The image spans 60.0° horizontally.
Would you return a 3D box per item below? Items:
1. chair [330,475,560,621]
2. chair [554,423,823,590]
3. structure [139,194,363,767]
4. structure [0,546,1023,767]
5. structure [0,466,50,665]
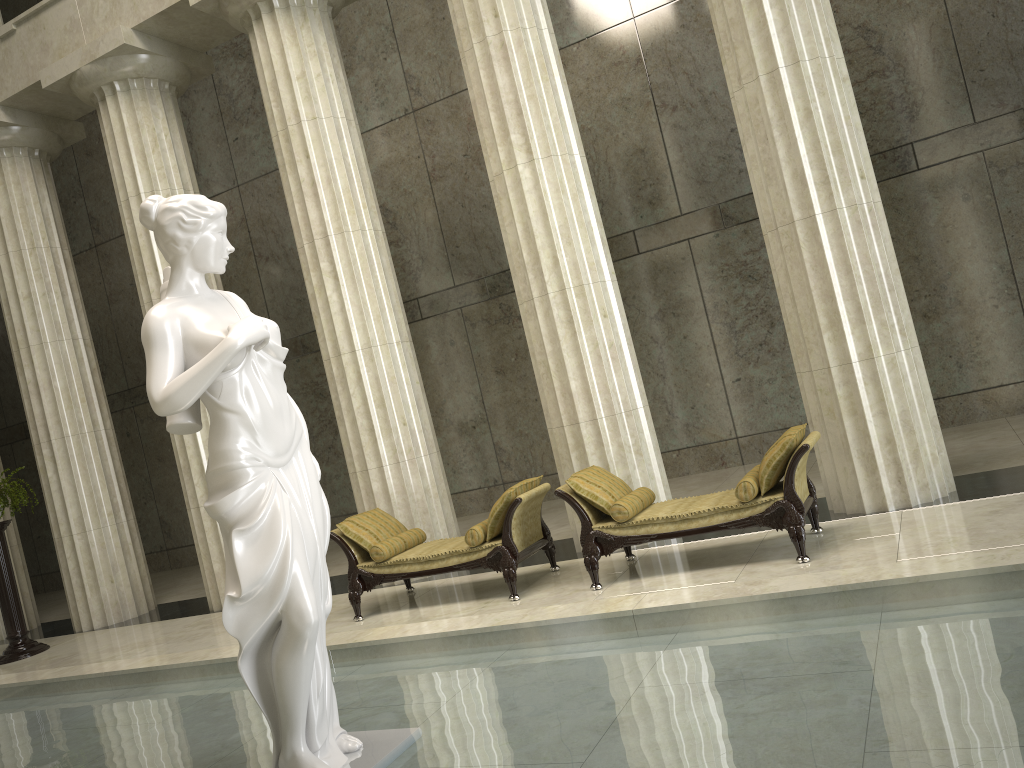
[{"bbox_3d":[-0.629,1.567,8.504,2.172,0.950,0.993,-14,-1,25],"label":"chair"},{"bbox_3d":[1.534,1.025,7.447,2.172,0.950,0.993,-14,-1,25],"label":"chair"},{"bbox_3d":[-1.227,0.562,4.344,0.729,3.044,0.940,-14,-1,20],"label":"structure"},{"bbox_3d":[-0.897,1.977,4.354,11.573,0.508,3.754,-14,-1,25],"label":"structure"},{"bbox_3d":[-6.511,2.302,11.303,1.159,2.386,1.053,-14,-1,30],"label":"structure"}]
